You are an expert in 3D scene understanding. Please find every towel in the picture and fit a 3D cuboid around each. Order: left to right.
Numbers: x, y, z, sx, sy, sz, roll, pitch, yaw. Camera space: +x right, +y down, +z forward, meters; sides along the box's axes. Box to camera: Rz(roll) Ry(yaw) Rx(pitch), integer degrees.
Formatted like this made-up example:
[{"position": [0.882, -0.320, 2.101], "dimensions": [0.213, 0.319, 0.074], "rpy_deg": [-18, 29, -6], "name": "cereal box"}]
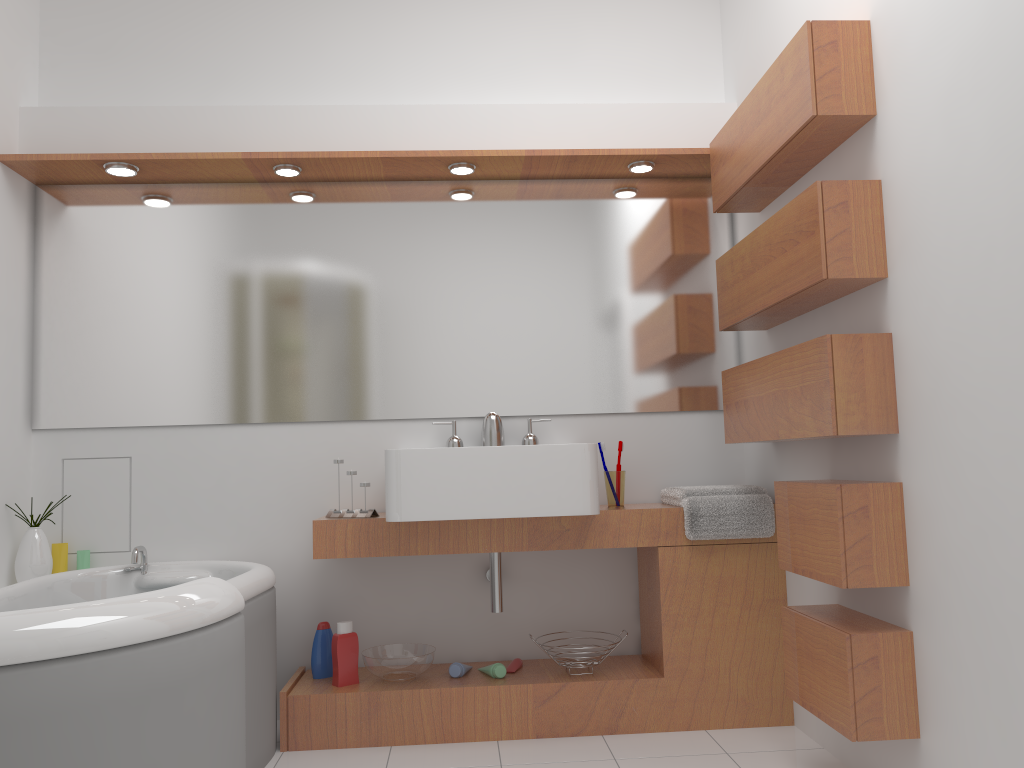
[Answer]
[{"position": [0.698, 0.436, 3.053], "dimensions": [0.272, 0.140, 0.359], "rpy_deg": [-1, -5, -4], "name": "towel"}]

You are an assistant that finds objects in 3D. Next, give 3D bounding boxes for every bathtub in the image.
[{"position": [-1.108, 0.786, 2.198], "dimensions": [1.055, 0.674, 1.863], "rpy_deg": [-1, -5, -4], "name": "bathtub"}]

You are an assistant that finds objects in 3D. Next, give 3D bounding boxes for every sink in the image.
[{"position": [-0.070, 0.421, 2.946], "dimensions": [0.657, 0.673, 0.552], "rpy_deg": [-1, -5, -4], "name": "sink"}]

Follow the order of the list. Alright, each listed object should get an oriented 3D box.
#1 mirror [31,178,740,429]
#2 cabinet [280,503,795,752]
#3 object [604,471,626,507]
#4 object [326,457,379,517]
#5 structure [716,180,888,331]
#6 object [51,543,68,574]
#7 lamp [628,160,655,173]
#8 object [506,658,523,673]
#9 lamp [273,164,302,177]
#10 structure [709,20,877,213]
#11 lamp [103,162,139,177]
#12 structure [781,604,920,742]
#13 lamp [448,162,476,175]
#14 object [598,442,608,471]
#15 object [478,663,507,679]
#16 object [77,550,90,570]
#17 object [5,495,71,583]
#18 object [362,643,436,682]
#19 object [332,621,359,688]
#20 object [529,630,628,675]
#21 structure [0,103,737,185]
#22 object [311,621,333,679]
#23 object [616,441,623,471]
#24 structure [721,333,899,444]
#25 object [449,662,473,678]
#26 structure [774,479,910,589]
[{"position": [-0.440, -0.313, 3.265], "dimensions": [2.600, 0.887, 0.022], "rpy_deg": [-1, -5, -4], "name": "mirror"}, {"position": [0.074, 0.790, 3.011], "dimensions": [1.635, 0.719, 0.355], "rpy_deg": [-1, -5, -4], "name": "cabinet"}, {"position": [0.361, 0.369, 3.098], "dimensions": [0.076, 0.130, 0.076], "rpy_deg": [-6, -7, 39], "name": "object"}, {"position": [-0.537, 0.345, 2.975], "dimensions": [0.182, 0.203, 0.059], "rpy_deg": [-4, -6, 27], "name": "object"}, {"position": [0.809, -0.341, 2.600], "dimensions": [0.165, 0.245, 0.860], "rpy_deg": [-1, -5, -4], "name": "structure"}, {"position": [-1.570, 0.635, 3.077], "dimensions": [0.047, 0.162, 0.047], "rpy_deg": [-4, -6, 23], "name": "object"}, {"position": [0.467, -0.783, 3.199], "dimensions": [0.098, 0.018, 0.098], "rpy_deg": [0, -6, -24], "name": "lamp"}, {"position": [0.006, 0.969, 3.037], "dimensions": [0.042, 0.037, 0.133], "rpy_deg": [-3, -5, 15], "name": "object"}, {"position": [-0.790, -0.751, 3.119], "dimensions": [0.098, 0.018, 0.098], "rpy_deg": [-3, -5, 17], "name": "lamp"}, {"position": [0.796, -0.750, 2.636], "dimensions": [0.165, 0.245, 0.860], "rpy_deg": [-1, -5, -4], "name": "structure"}, {"position": [-1.345, -0.739, 3.053], "dimensions": [0.113, 0.021, 0.113], "rpy_deg": [1, -6, -32], "name": "lamp"}, {"position": [0.856, 0.727, 2.283], "dimensions": [0.165, 0.245, 0.417], "rpy_deg": [-1, -5, -4], "name": "structure"}, {"position": [-0.178, -0.766, 3.158], "dimensions": [0.098, 0.018, 0.098], "rpy_deg": [-3, -5, 17], "name": "lamp"}, {"position": [0.341, 0.318, 3.111], "dimensions": [0.070, 0.228, 0.016], "rpy_deg": [-4, -5, 22], "name": "object"}, {"position": [-0.067, 0.954, 2.986], "dimensions": [0.059, 0.052, 0.187], "rpy_deg": [0, -5, -20], "name": "object"}, {"position": [-1.489, 0.645, 3.081], "dimensions": [0.038, 0.133, 0.038], "rpy_deg": [-5, -6, 30], "name": "object"}, {"position": [-1.586, 0.540, 2.976], "dimensions": [0.154, 0.326, 0.215], "rpy_deg": [-4, -6, 27], "name": "object"}, {"position": [-0.376, 0.936, 2.957], "dimensions": [0.245, 0.090, 0.245], "rpy_deg": [1, -6, -32], "name": "object"}, {"position": [-0.545, 0.883, 2.901], "dimensions": [0.079, 0.207, 0.046], "rpy_deg": [2, -7, -38], "name": "object"}, {"position": [0.225, 0.902, 2.983], "dimensions": [0.291, 0.126, 0.291], "rpy_deg": [-7, -7, 44], "name": "object"}, {"position": [-0.453, -0.883, 3.185], "dimensions": [2.606, 0.240, 0.287], "rpy_deg": [-1, -5, -4], "name": "structure"}, {"position": [-0.638, 0.904, 3.010], "dimensions": [0.092, 0.190, 0.044], "rpy_deg": [2, -6, -36], "name": "object"}, {"position": [0.378, 0.316, 3.129], "dimensions": [0.016, 0.231, 0.052], "rpy_deg": [-5, -6, 36], "name": "object"}, {"position": [0.821, 0.038, 2.566], "dimensions": [0.165, 0.245, 0.860], "rpy_deg": [-1, -5, -4], "name": "structure"}, {"position": [-0.176, 0.960, 3.017], "dimensions": [0.059, 0.052, 0.187], "rpy_deg": [-2, -5, 8], "name": "object"}, {"position": [0.845, 0.378, 2.314], "dimensions": [0.165, 0.245, 0.417], "rpy_deg": [-1, -5, -4], "name": "structure"}]
